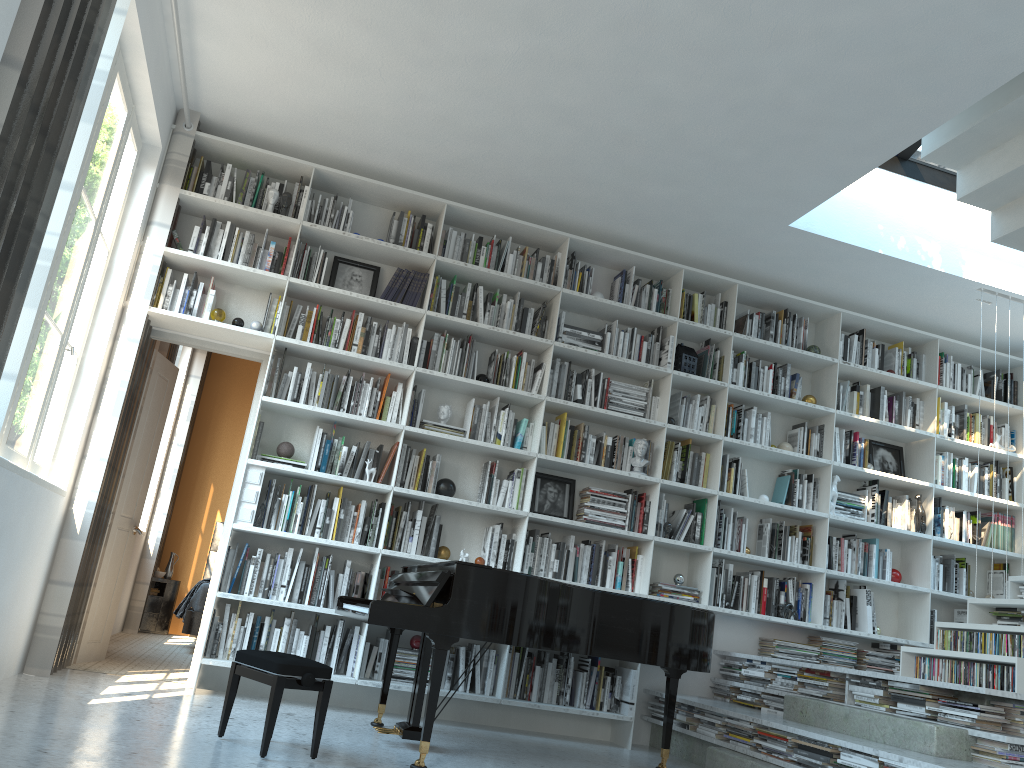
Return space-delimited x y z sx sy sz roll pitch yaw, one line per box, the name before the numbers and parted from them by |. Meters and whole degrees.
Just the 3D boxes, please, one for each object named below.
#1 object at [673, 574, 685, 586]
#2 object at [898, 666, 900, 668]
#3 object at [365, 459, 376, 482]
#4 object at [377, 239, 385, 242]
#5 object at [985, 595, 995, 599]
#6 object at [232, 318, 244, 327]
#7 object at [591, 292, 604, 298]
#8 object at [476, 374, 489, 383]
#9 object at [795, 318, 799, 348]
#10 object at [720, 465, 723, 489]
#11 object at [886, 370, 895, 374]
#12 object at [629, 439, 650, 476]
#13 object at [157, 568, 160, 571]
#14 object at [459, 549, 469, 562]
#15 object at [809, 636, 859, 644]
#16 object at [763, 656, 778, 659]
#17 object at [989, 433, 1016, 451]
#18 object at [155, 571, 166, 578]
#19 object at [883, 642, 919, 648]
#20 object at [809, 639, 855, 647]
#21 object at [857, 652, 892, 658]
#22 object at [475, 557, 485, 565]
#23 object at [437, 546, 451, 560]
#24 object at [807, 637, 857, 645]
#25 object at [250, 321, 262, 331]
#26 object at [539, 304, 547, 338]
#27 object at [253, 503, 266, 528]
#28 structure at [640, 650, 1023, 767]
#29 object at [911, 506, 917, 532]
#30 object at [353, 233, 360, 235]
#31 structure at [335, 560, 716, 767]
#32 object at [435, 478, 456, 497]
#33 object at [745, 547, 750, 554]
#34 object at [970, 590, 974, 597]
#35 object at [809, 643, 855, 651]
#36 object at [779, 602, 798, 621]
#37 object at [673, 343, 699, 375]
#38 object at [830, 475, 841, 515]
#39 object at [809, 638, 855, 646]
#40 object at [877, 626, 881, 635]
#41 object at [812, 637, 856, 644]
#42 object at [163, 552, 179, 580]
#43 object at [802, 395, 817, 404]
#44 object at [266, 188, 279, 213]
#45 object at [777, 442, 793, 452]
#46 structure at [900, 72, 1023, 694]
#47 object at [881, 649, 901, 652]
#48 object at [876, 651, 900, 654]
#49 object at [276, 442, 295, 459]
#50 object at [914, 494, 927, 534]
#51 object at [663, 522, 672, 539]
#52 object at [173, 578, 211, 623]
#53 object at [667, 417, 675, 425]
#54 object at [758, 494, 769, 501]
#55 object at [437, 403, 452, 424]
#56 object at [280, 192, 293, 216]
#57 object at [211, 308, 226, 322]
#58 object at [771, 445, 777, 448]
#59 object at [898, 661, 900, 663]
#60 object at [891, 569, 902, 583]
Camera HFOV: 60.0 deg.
object | 1.072 1.255 5.695 0.071 0.072 0.072 -1 -18 33
object | 2.667 1.950 6.104 0.132 0.007 0.294 12 -15 -11
object | -0.835 0.511 5.212 0.082 0.139 0.044 17 -17 -30
object | -0.841 -0.880 5.641 0.083 0.083 0.082 20 -18 -35
object | 3.498 1.578 6.490 0.071 0.072 0.072 -1 -18 33
object | -1.639 -0.362 5.307 0.072 0.072 0.071 20 -18 -35
object | 0.572 -0.572 5.995 0.105 0.105 0.105 20 -18 -35
object | -0.193 -0.016 5.648 0.097 0.098 0.097 -1 -18 33
object | 2.034 -0.323 6.436 0.006 0.297 0.129 13 -15 -14
object | 1.381 0.661 6.024 0.013 0.207 0.140 13 -15 -14
object | 2.773 -0.070 6.502 0.071 0.072 0.072 -1 -18 33
object | 0.822 0.480 5.746 0.138 0.243 0.137 -3 -19 39
object | -3.560 1.866 8.822 0.106 0.103 0.106 11 -15 -7
object | -0.287 1.043 5.355 0.060 0.094 0.078 8 -15 2
object | 2.185 1.740 6.035 0.285 0.005 0.160 11 -15 -9
object | 1.838 1.844 5.906 0.346 0.007 0.194 14 -16 -19
object | 3.649 0.449 6.618 0.203 0.136 0.095 9 -15 1
object | -3.470 1.876 8.724 0.118 0.061 0.118 11 -15 -7
object | 2.696 1.810 6.142 0.130 0.015 0.210 13 -16 -15
object | 2.178 1.763 6.040 0.254 0.005 0.161 13 -16 -14
object | 2.523 1.874 6.123 0.328 0.008 0.208 13 -16 -14
object | -0.197 1.085 5.399 0.061 0.062 0.061 -1 -18 33
object | -0.419 1.031 5.388 0.091 0.091 0.091 20 -18 -35
object | 2.180 1.752 6.044 0.285 0.005 0.160 13 -16 -14
object | -1.533 -0.344 5.313 0.072 0.072 0.071 20 -18 -35
object | 0.202 -0.394 5.740 0.075 0.254 0.075 19 -18 -34
object | -1.423 0.742 5.005 0.045 0.146 0.045 3 -16 23
structure | 2.534 1.940 4.584 2.901 0.657 3.120 13 -16 -14
object | 2.843 0.990 6.391 0.022 0.211 0.179 13 -15 -14
object | -0.990 -0.914 5.603 0.083 0.083 0.082 20 -18 -35
structure | 0.137 1.386 4.296 1.919 0.830 1.337 13 -15 -14
object | -0.411 0.648 5.461 0.133 0.135 0.134 -1 -18 33
object | 1.567 1.129 5.962 0.071 0.072 0.072 -1 -18 33
object | 3.294 1.520 6.397 0.071 0.072 0.072 -1 -18 33
object | 2.171 1.788 6.033 0.254 0.005 0.161 13 -16 -14
object | 1.810 1.485 5.798 0.161 0.113 0.065 16 -16 -26
object | 1.177 -0.151 6.057 0.135 0.247 0.136 16 -16 -24
object | 2.199 0.765 6.075 0.087 0.287 0.075 4 -15 20
object | 2.179 1.758 6.042 0.254 0.005 0.161 13 -16 -14
object | 2.516 1.710 6.140 0.071 0.072 0.072 -1 -18 33
object | 2.181 1.747 6.042 0.254 0.005 0.161 13 -15 -13
object | -3.410 1.815 8.861 0.091 0.267 0.091 0 -17 30
object | 2.098 0.127 6.262 0.101 0.101 0.100 20 -18 -35
object | -1.460 -1.095 5.380 0.067 0.197 0.068 1 -16 27
object | 1.914 0.464 6.221 0.112 0.112 0.111 20 -18 -35
structure | 3.028 0.274 4.681 2.615 3.372 1.959 13 -15 -14
object | 2.677 1.851 6.128 0.141 0.005 0.260 12 -15 -10
object | 2.677 1.867 6.124 0.144 0.004 0.296 13 -16 -16
object | -1.336 0.393 5.233 0.105 0.106 0.105 20 -18 -35
object | 2.886 0.926 6.270 0.087 0.287 0.075 4 -15 20
object | 0.996 0.940 5.676 0.054 0.113 0.079 13 -15 -15
object | -2.270 1.994 8.161 1.482 0.539 1.454 13 -15 -15
object | 1.051 0.257 5.901 0.071 0.072 0.072 -1 -18 33
object | 1.714 0.789 6.042 0.071 0.072 0.072 -1 -18 33
object | -0.425 0.192 5.575 0.095 0.156 0.121 9 -15 -1
object | -1.384 -1.078 5.400 0.067 0.197 0.068 1 -16 27
object | -1.734 -0.405 5.235 0.087 0.087 0.087 -1 -18 33
object | 1.808 0.455 6.166 0.068 0.068 0.068 20 -18 -35
object | 2.679 1.921 6.113 0.134 0.015 0.199 13 -16 -14
object | 2.680 1.358 6.240 0.115 0.116 0.115 20 -18 -35
